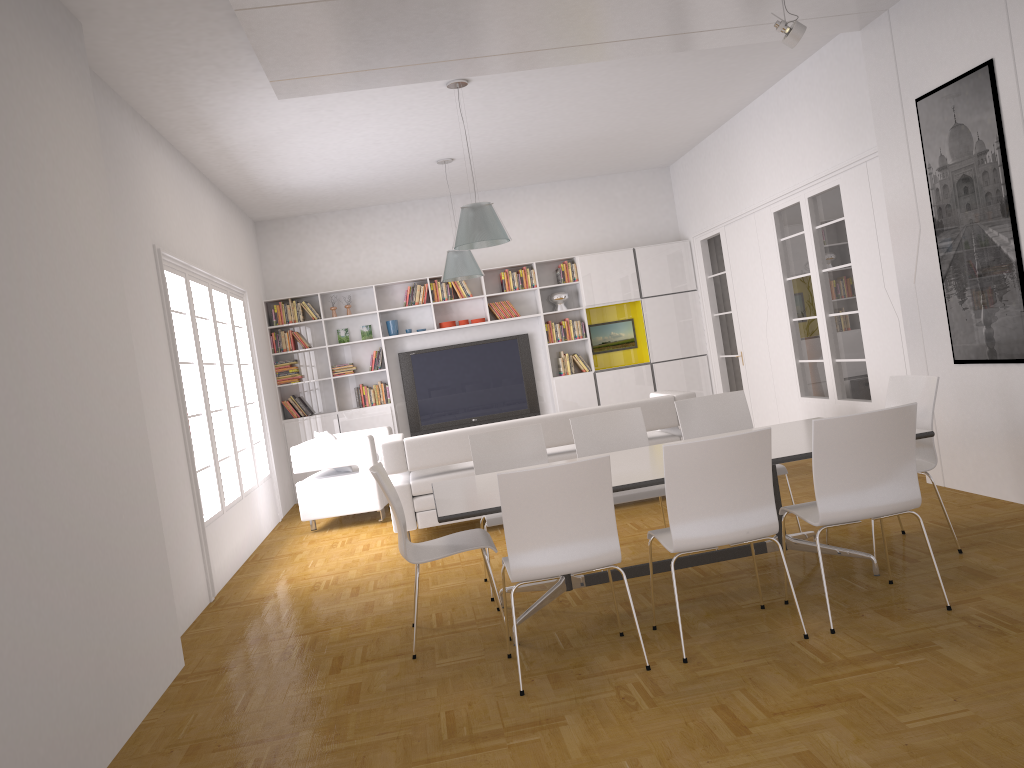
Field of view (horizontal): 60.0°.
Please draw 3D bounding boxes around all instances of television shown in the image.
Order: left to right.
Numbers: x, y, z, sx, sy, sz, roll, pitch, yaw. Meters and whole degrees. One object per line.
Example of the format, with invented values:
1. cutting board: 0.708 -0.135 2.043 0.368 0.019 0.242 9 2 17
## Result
1. television: -0.532 0.023 11.200 1.660 1.087 0.082 -9 1 -6

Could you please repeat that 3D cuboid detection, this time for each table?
1. table: 0.833 0.758 4.732 2.411 0.722 1.211 -9 2 -6

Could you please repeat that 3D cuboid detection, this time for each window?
1. window: -2.550 0.259 7.836 0.195 2.527 3.350 -9 2 -6

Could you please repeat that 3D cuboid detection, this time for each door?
1. door: 2.554 -0.589 10.564 0.139 2.453 1.009 -9 1 -6

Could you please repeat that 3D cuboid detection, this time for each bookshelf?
1. bookshelf: -0.200 -0.198 11.173 5.367 2.479 0.389 -9 1 -6

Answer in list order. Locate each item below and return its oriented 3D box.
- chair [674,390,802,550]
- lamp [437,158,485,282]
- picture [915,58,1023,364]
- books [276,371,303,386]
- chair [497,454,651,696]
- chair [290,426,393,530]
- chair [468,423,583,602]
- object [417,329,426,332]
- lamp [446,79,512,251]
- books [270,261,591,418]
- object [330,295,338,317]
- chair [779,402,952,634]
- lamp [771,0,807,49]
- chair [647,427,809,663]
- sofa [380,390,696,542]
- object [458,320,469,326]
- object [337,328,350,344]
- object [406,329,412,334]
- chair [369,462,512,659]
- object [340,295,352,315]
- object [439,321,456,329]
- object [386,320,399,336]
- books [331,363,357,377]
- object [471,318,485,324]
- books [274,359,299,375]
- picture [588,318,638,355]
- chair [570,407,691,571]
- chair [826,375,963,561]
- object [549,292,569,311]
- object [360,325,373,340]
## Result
1. chair: 1.389 0.541 5.580 0.561 0.931 0.575 -9 1 -6
2. lamp: -0.611 -1.726 9.297 0.465 1.249 0.464 -9 1 -7
3. picture: 2.856 -1.005 5.513 0.013 1.779 0.787 -9 1 -6
4. books: -2.722 -0.062 10.865 0.284 0.153 0.207 -9 2 -6
5. chair: 0.215 0.782 3.878 0.561 0.931 0.575 -9 1 -6
6. chair: -1.630 0.873 8.903 0.801 0.911 1.097 -9 2 3
7. chair: 0.052 0.753 5.427 0.561 0.931 0.575 -9 1 -6
8. object: -1.126 -0.664 11.030 0.124 0.032 0.123 -10 2 -21
9. lamp: -0.324 -1.681 6.770 0.465 1.249 0.464 -9 1 -7
10. books: -1.002 -0.575 11.048 3.863 1.455 0.235 -9 1 -6
11. object: -2.185 -0.954 10.946 0.120 0.279 0.179 -9 1 -1
12. chair: 1.552 0.570 4.031 0.561 0.931 0.575 -9 1 -6
13. lamp: 1.684 -2.213 5.364 0.173 0.364 0.167 -8 1 36
14. chair: 0.904 0.673 3.957 0.561 0.931 0.575 -9 1 -6
15. sofa: 0.254 0.673 7.603 2.623 0.848 0.822 -9 1 -6
16. object: -0.603 -0.762 11.102 0.129 0.073 0.129 -9 2 -10
17. object: -2.100 -0.595 11.039 0.144 0.190 0.052 -9 1 -6
18. object: -1.281 -0.651 11.012 0.078 0.056 0.078 -8 2 19
19. chair: -0.383 0.849 4.610 0.575 0.931 0.561 -9 1 -6
20. object: -2.068 -0.964 10.977 0.179 0.260 0.119 -8 1 14
21. object: -0.804 -0.737 11.079 0.211 0.073 0.211 -10 2 -32
22. object: -1.478 -0.689 10.990 0.147 0.192 0.147 -9 1 -17
23. books: -2.065 -0.166 10.940 0.284 0.153 0.207 -9 2 -6
24. object: -0.423 -0.787 11.103 0.182 0.054 0.183 -9 2 -10
25. books: -2.760 -0.206 10.861 0.252 0.153 0.207 -9 2 -6
26. picture: 1.301 -0.611 11.449 0.609 0.388 0.007 -9 1 -6
27. chair: 0.701 0.650 5.501 0.561 0.931 0.575 -9 1 -6
28. chair: 2.057 0.454 4.890 0.575 0.931 0.561 -9 1 -6
29. object: 0.604 -1.039 11.236 0.256 0.239 0.257 -9 1 1
30. object: -1.817 -0.640 11.072 0.144 0.190 0.052 -9 1 -6
